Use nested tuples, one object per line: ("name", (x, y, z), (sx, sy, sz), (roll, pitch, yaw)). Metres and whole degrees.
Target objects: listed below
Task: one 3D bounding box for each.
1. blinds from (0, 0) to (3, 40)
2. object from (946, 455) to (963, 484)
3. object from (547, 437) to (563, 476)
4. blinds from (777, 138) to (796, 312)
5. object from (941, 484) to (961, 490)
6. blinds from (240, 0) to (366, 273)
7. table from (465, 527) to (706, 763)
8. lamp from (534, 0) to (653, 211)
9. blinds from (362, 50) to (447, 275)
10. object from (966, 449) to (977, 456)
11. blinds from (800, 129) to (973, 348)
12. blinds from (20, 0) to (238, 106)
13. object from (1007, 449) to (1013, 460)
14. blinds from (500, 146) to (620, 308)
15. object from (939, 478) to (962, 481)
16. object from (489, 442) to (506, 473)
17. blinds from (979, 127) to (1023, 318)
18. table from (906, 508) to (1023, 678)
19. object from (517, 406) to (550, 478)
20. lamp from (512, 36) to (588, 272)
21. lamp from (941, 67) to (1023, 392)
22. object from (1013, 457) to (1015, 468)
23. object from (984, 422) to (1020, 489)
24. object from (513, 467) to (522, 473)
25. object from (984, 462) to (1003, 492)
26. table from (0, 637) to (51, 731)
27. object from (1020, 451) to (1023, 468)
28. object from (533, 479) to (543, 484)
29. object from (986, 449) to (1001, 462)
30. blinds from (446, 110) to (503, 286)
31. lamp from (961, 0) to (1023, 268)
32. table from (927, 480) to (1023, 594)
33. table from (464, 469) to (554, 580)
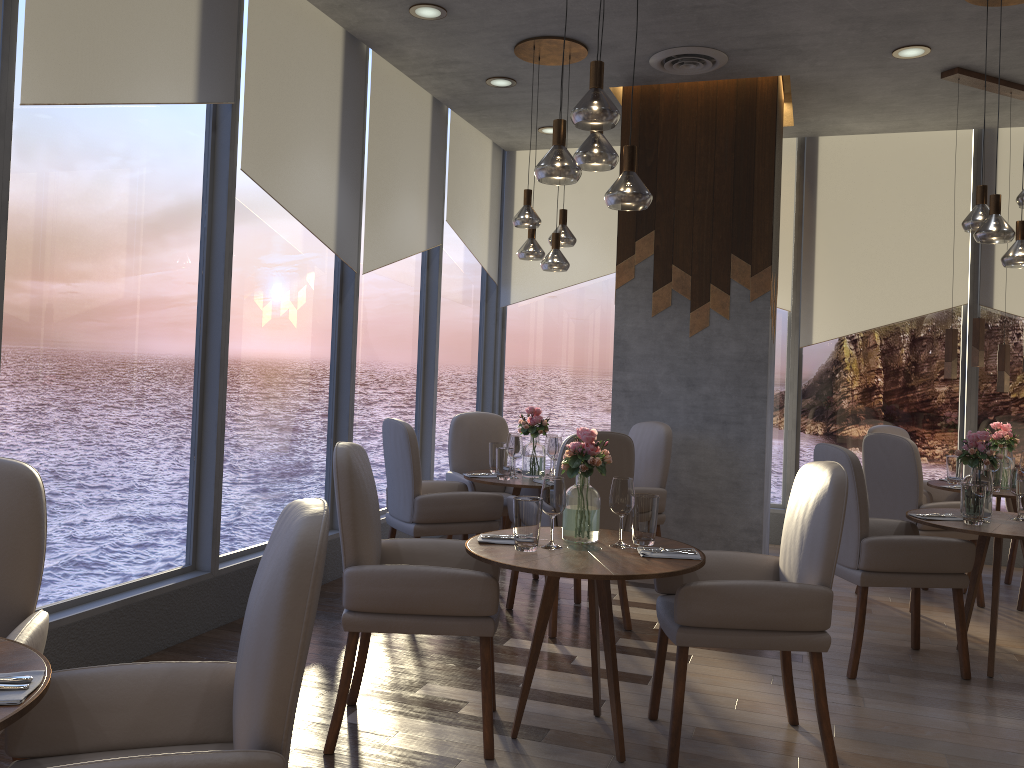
("blinds", (-1.877, -2.309, 2.470), (0.007, 2.682, 1.172), (2, -1, 19))
("object", (2.852, 0.554, 5.710), (0.102, 0.178, 0.102), (3, -1, -33))
("object", (0.248, 0.428, 5.107), (0.092, 0.244, 0.092), (2, -1, 0))
("blinds", (1.686, -1.929, 7.180), (1.174, 2.682, 0.007), (2, -1, 19))
("object", (2.792, 0.634, 5.481), (0.255, 0.019, 0.157), (2, 1, -27))
("blinds", (-1.079, -2.010, 4.840), (0.007, 2.682, 1.172), (2, -1, 19))
("table", (0.241, 0.906, 3.104), (0.833, 0.662, 0.834), (2, 0, -21))
("lamp", (0.309, -1.295, 3.173), (0.439, 1.327, 0.439), (2, -1, 21))
("blinds", (-0.676, -2.009, 6.021), (0.007, 2.682, 1.172), (2, -1, 19))
("object", (2.952, 0.525, 5.666), (0.092, 0.244, 0.092), (2, -1, -4))
("blinds", (2.857, -1.594, 6.770), (1.174, 2.682, 0.007), (2, -1, 19))
("blinds", (-1.470, -2.308, 3.665), (0.007, 2.682, 1.172), (2, -1, 19))
("object", (3.169, 0.533, 5.696), (0.092, 0.244, 0.092), (2, -1, 27))
("blinds", (0.504, -1.979, 7.585), (1.174, 2.682, 0.007), (2, -1, 19))
("object", (2.964, 0.637, 5.828), (0.157, 0.019, 0.255), (2, 1, -29))
("object", (-0.092, 0.445, 5.354), (0.102, 0.178, 0.102), (2, -1, 30))
("blinds", (4.036, -1.537, 6.366), (1.174, 2.682, 0.007), (2, -1, 19))
("table", (2.272, 0.972, 4.109), (0.833, 0.662, 0.834), (2, 0, -7))
("object", (0.124, 0.337, 5.209), (0.210, 0.416, 0.198), (3, -1, -34))
("lamp", (0.207, -1.324, 5.265), (0.439, 1.327, 0.439), (2, -1, -14))
("lamp", (3.122, -0.914, 5.585), (1.160, 1.932, 0.118), (3, -1, -26))
("object", (3.226, 0.567, 5.788), (0.102, 0.178, 0.102), (2, -1, 25))
("object", (3.087, 0.446, 5.591), (0.210, 0.416, 0.197), (2, -1, 31))
("object", (0.025, 0.528, 5.468), (0.157, 0.019, 0.255), (2, 1, -26))
("object", (2.911, 0.560, 5.363), (0.102, 0.178, 0.102), (2, -1, -1))
("table", (-1.262, 0.867, 1.494), (0.834, 0.662, 0.833), (2, 0, 18))
("object", (3.184, 0.537, 5.468), (0.092, 0.244, 0.092), (3, -1, -22))
("object", (0.218, 0.541, 4.941), (0.157, 0.019, 0.255), (2, 1, -25))
("object", (2.961, 0.528, 5.462), (0.092, 0.244, 0.092), (2, -1, -7))
("blinds", (-0.266, -2.199, 7.205), (0.007, 2.682, 1.172), (2, -1, 19))
("lamp", (2.351, -1.228, 4.182), (0.439, 1.327, 0.439), (2, -1, 26))
("table", (3.051, 0.984, 5.554), (0.834, 0.662, 0.833), (2, 0, 39))
("table", (0.121, 0.876, 5.200), (0.834, 0.662, 0.833), (2, 0, 5))
